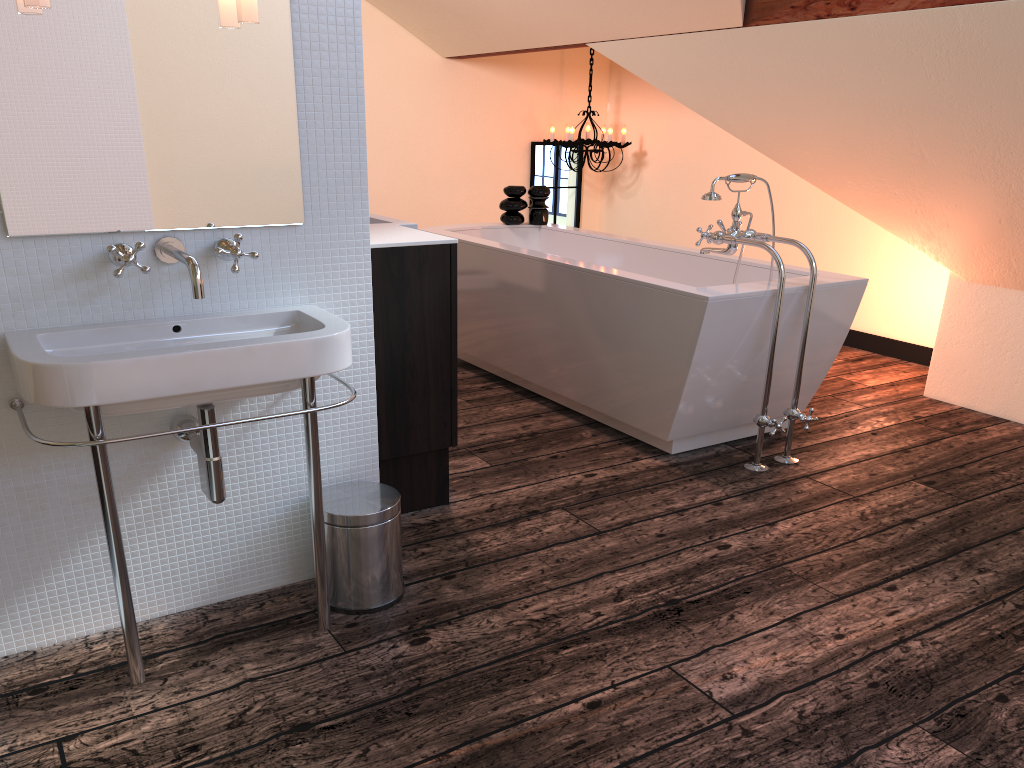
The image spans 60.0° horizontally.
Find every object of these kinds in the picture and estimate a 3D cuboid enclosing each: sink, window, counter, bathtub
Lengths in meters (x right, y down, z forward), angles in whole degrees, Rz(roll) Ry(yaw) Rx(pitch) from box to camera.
[{"bbox_3d":[-0.671,0.255,1.956,0.678,0.795,0.343,-11,23,-30],"label":"sink"},{"bbox_3d":[0.316,-1.587,6.443,0.447,0.710,0.045,-11,23,-30],"label":"window"},{"bbox_3d":[-0.774,-0.551,3.264,0.441,0.300,1.838,-10,21,-31],"label":"counter"},{"bbox_3d":[0.372,-0.337,4.032,0.796,0.702,2.196,-11,22,-31],"label":"bathtub"}]

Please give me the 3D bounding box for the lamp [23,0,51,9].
[{"bbox_3d":[-0.853,-0.925,1.533,0.131,0.370,0.082,-11,23,-30],"label":"lamp"}]

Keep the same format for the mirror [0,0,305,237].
[{"bbox_3d":[-0.719,-0.972,1.666,0.602,1.293,0.011,-11,23,-30],"label":"mirror"}]

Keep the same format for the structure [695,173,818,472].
[{"bbox_3d":[0.862,-0.253,3.201,0.384,1.134,0.547,-5,20,-17],"label":"structure"}]

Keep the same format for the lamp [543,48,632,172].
[{"bbox_3d":[0.516,-2.167,5.927,0.540,1.139,0.609,-6,21,-21],"label":"lamp"}]

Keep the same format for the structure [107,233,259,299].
[{"bbox_3d":[-0.668,-0.277,1.822,0.297,0.124,0.234,-10,22,-31],"label":"structure"}]

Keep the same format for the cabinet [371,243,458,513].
[{"bbox_3d":[-0.804,-0.236,3.362,0.384,0.934,1.839,-11,22,-31],"label":"cabinet"}]

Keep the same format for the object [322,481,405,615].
[{"bbox_3d":[-0.389,0.460,2.261,0.222,0.310,0.220,9,21,21],"label":"object"}]

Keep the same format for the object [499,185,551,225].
[{"bbox_3d":[0.069,-1.064,4.738,0.276,0.231,0.154,0,19,-2],"label":"object"}]

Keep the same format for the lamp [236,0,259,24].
[{"bbox_3d":[-0.534,-0.981,1.724,0.131,0.370,0.082,-11,23,-30],"label":"lamp"}]
